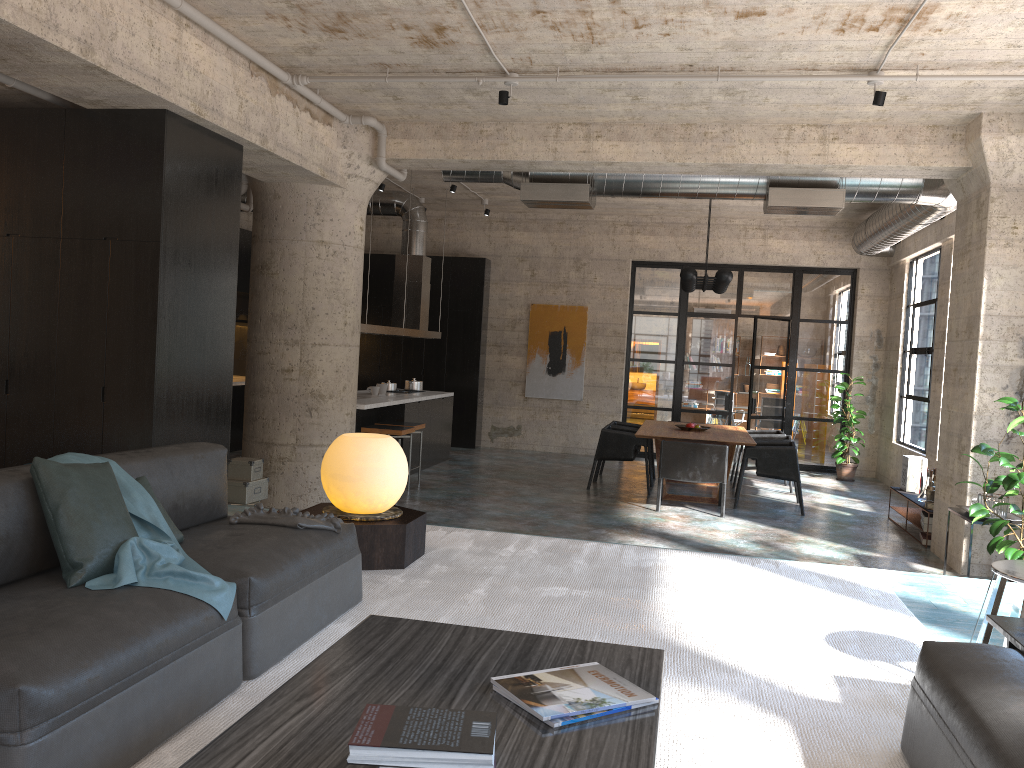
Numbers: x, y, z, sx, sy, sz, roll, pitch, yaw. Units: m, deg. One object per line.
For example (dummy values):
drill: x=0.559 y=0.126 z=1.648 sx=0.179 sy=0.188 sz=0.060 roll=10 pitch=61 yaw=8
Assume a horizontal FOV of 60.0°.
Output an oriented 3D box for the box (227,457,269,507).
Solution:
box: x=-1.868 y=0.741 z=6.186 sx=0.280 sy=0.441 sz=0.331 roll=3 pitch=2 yaw=1

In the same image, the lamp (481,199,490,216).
lamp: x=-0.389 y=-2.599 z=13.081 sx=0.145 sy=0.236 sz=0.107 roll=3 pitch=2 yaw=-6

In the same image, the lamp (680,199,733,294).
lamp: x=2.360 y=-1.806 z=10.659 sx=0.583 sy=1.327 sz=1.813 roll=4 pitch=2 yaw=11

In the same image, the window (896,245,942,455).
window: x=5.852 y=-0.507 z=14.389 sx=0.081 sy=2.530 sz=7.902 roll=4 pitch=2 yaw=11

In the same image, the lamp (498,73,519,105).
lamp: x=-0.024 y=-2.195 z=6.605 sx=0.141 sy=0.215 sz=0.107 roll=3 pitch=2 yaw=-6

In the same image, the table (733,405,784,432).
table: x=4.695 y=0.819 z=17.866 sx=1.800 sy=0.721 sz=0.800 roll=4 pitch=2 yaw=11

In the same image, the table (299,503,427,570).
table: x=-0.842 y=0.810 z=4.590 sx=0.616 sy=0.230 sz=1.044 roll=4 pitch=2 yaw=11

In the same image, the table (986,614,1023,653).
table: x=1.690 y=0.959 z=2.639 sx=0.420 sy=0.390 sz=0.413 roll=4 pitch=2 yaw=11

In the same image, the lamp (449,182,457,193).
lamp: x=-0.768 y=-2.545 z=11.252 sx=0.145 sy=0.236 sz=0.107 roll=3 pitch=2 yaw=-6

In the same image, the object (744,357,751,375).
object: x=5.215 y=-0.392 z=19.610 sx=0.121 sy=0.395 sz=0.062 roll=4 pitch=2 yaw=14

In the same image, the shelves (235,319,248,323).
shelves: x=-4.578 y=-0.906 z=11.666 sx=0.403 sy=0.043 sz=4.362 roll=4 pitch=2 yaw=11

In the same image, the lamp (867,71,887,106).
lamp: x=2.502 y=-2.020 z=6.090 sx=0.107 sy=0.236 sz=0.145 roll=3 pitch=2 yaw=-6

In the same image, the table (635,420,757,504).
table: x=2.193 y=0.938 z=10.777 sx=1.299 sy=0.756 sz=2.410 roll=4 pitch=2 yaw=11

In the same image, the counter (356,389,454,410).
counter: x=-1.660 y=0.160 z=10.942 sx=1.000 sy=0.046 sz=3.500 roll=4 pitch=2 yaw=11

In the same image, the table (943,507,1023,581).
table: x=3.599 y=1.275 z=6.696 sx=0.450 sy=0.563 sz=0.600 roll=4 pitch=2 yaw=11

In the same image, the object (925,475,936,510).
object: x=4.030 y=1.000 z=8.371 sx=0.415 sy=0.333 sz=0.248 roll=1 pitch=3 yaw=-43

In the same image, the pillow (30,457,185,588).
pillow: x=-1.291 y=0.425 z=2.942 sx=0.320 sy=0.393 sz=0.670 roll=4 pitch=2 yaw=17

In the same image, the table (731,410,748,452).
table: x=4.529 y=0.884 z=15.977 sx=1.800 sy=0.721 sz=0.800 roll=4 pitch=2 yaw=11

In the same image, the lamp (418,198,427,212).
lamp: x=-1.347 y=-2.662 z=13.272 sx=0.145 sy=0.236 sz=0.107 roll=3 pitch=2 yaw=-6

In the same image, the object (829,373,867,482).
object: x=4.831 y=0.619 z=12.797 sx=0.514 sy=1.552 sz=0.886 roll=4 pitch=2 yaw=8

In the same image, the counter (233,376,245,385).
counter: x=-4.350 y=0.026 z=11.646 sx=1.000 sy=0.142 sz=4.360 roll=4 pitch=2 yaw=11

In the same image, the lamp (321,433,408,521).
lamp: x=-0.788 y=0.482 z=4.746 sx=0.462 sy=0.417 sz=0.462 roll=5 pitch=3 yaw=39

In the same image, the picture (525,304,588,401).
picture: x=0.710 y=-0.508 z=14.140 sx=0.928 sy=1.494 sz=0.029 roll=4 pitch=2 yaw=11

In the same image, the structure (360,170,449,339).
structure: x=-1.515 y=-1.654 z=11.010 sx=0.538 sy=2.100 sz=3.117 roll=4 pitch=2 yaw=11

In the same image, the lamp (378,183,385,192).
lamp: x=-1.705 y=-2.607 z=11.439 sx=0.145 sy=0.236 sz=0.107 roll=3 pitch=2 yaw=-6

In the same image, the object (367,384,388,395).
object: x=-1.678 y=0.064 z=11.083 sx=0.188 sy=0.133 sz=0.437 roll=4 pitch=2 yaw=12

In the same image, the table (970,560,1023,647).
table: x=1.920 y=0.907 z=3.122 sx=0.620 sy=0.472 sz=0.620 roll=4 pitch=2 yaw=14

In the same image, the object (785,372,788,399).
object: x=5.635 y=0.395 z=18.300 sx=0.304 sy=1.640 sz=0.342 roll=4 pitch=2 yaw=11

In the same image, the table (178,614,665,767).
table: x=-0.154 y=0.913 z=1.925 sx=0.900 sy=0.309 sz=1.500 roll=4 pitch=2 yaw=11

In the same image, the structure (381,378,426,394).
structure: x=-1.520 y=0.009 z=12.033 sx=0.506 sy=0.187 sz=0.833 roll=4 pitch=2 yaw=11

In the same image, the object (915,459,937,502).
object: x=4.190 y=0.971 z=8.933 sx=0.199 sy=0.365 sz=0.703 roll=4 pitch=2 yaw=22
